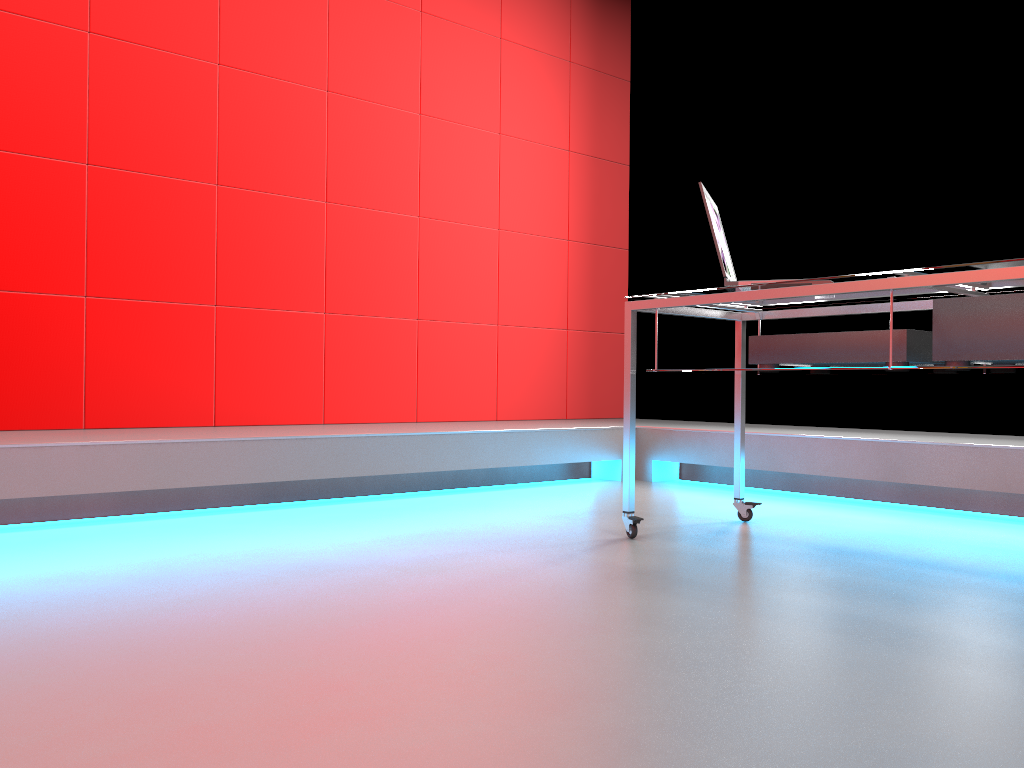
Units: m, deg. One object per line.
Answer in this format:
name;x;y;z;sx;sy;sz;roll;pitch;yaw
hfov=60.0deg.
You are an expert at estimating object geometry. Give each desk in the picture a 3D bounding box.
desk;1.044;0.100;2.105;0.594;0.690;1.617;1;0;-40

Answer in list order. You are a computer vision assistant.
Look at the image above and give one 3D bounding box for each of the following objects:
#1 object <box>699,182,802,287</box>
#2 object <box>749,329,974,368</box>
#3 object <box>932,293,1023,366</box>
object;0.710;-0.390;2.448;0.340;0.285;0.342;1;0;20
object;0.921;-0.081;2.353;0.365;0.092;0.435;1;0;-40
object;1.240;-0.112;1.977;0.371;0.158;0.431;1;0;-40
